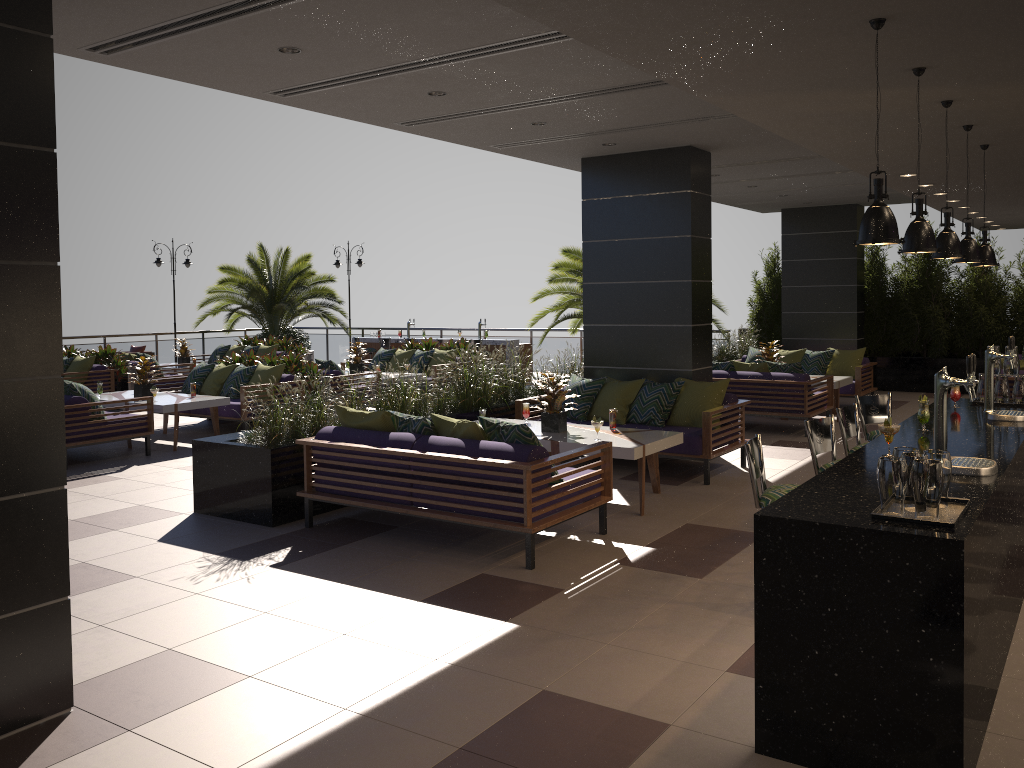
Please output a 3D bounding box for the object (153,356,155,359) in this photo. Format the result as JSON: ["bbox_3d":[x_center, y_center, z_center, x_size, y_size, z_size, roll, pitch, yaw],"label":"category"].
[{"bbox_3d":[-6.847,-0.433,16.894,0.069,0.181,0.069,0,2,22],"label":"object"}]

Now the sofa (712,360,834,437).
[{"bbox_3d":[3.018,0.102,11.695,2.127,0.917,1.122,2,5,34],"label":"sofa"}]

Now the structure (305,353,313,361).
[{"bbox_3d":[-4.091,-0.270,17.865,0.100,0.699,0.180,0,2,34],"label":"structure"}]

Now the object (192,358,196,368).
[{"bbox_3d":[-5.833,-0.391,16.248,0.067,0.189,0.085,-2,3,-26],"label":"object"}]

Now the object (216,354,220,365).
[{"bbox_3d":[-5.580,-0.459,16.822,0.069,0.211,0.069,0,2,22],"label":"object"}]

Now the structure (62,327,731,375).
[{"bbox_3d":[-5.653,-0.051,13.858,12.926,1.056,17.545,3,6,34],"label":"structure"}]

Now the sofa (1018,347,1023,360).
[{"bbox_3d":[8.497,-0.099,13.004,2.127,0.917,1.122,2,5,34],"label":"sofa"}]

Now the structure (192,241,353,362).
[{"bbox_3d":[-5.973,-1.956,22.270,3.800,3.296,3.764,-1,4,2],"label":"structure"}]

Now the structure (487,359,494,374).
[{"bbox_3d":[-0.372,-0.086,15.350,0.100,0.699,0.180,0,2,34],"label":"structure"}]

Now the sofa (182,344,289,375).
[{"bbox_3d":[-5.525,-0.353,17.809,2.127,0.917,1.122,2,5,34],"label":"sofa"}]

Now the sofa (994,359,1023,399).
[{"bbox_3d":[7.059,0.121,10.878,2.127,0.917,1.122,2,5,34],"label":"sofa"}]

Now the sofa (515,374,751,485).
[{"bbox_3d":[1.207,0.380,9.018,2.127,0.917,1.122,2,5,34],"label":"sofa"}]

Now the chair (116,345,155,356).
[{"bbox_3d":[-8.586,-0.462,19.965,0.715,0.814,0.716,1,4,34],"label":"chair"}]

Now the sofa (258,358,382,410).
[{"bbox_3d":[-3.119,0.029,13.393,2.127,0.917,1.122,2,5,34],"label":"sofa"}]

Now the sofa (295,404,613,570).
[{"bbox_3d":[-0.444,0.633,6.577,2.127,0.917,1.122,2,5,34],"label":"sofa"}]

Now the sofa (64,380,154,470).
[{"bbox_3d":[-5.245,0.358,10.222,2.127,0.917,1.122,2,5,34],"label":"sofa"}]

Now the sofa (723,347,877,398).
[{"bbox_3d":[4.456,-0.119,13.821,2.127,0.917,1.122,2,5,34],"label":"sofa"}]

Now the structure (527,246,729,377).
[{"bbox_3d":[2.165,-1.560,16.838,3.801,3.296,3.763,-2,4,-13],"label":"structure"}]

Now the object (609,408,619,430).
[{"bbox_3d":[0.894,0.309,7.800,0.067,0.189,0.085,-2,3,-31],"label":"object"}]

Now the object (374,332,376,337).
[{"bbox_3d":[-3.209,-1.113,20.807,0.105,0.208,0.105,0,3,9],"label":"object"}]

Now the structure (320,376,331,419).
[{"bbox_3d":[-2.552,0.248,12.128,0.100,0.699,0.180,0,2,34],"label":"structure"}]

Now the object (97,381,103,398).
[{"bbox_3d":[-5.217,0.065,11.205,0.069,0.211,0.069,0,2,22],"label":"object"}]

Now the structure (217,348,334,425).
[{"bbox_3d":[-3.531,0.066,12.772,2.421,1.170,0.702,3,4,36],"label":"structure"}]

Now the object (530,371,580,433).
[{"bbox_3d":[0.354,0.153,7.763,0.425,0.525,0.430,-4,5,-44],"label":"object"}]

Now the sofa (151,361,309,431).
[{"bbox_3d":[-3.939,0.160,12.129,2.127,0.917,1.122,2,5,34],"label":"sofa"}]

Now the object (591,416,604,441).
[{"bbox_3d":[0.700,0.360,7.250,0.106,0.197,0.106,-2,3,-28],"label":"object"}]

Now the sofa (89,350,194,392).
[{"bbox_3d":[-6.830,-0.154,15.902,2.127,0.917,1.122,2,5,34],"label":"sofa"}]

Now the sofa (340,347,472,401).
[{"bbox_3d":[-1.821,-0.169,15.305,2.127,0.917,1.122,2,5,34],"label":"sofa"}]

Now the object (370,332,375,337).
[{"bbox_3d":[-3.267,-1.103,20.707,0.105,0.208,0.105,0,3,9],"label":"object"}]

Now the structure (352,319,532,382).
[{"bbox_3d":[-1.639,-0.775,19.516,4.404,1.325,0.806,3,4,34],"label":"structure"}]

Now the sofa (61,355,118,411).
[{"bbox_3d":[-7.650,-0.024,14.638,2.127,0.917,1.122,2,5,34],"label":"sofa"}]

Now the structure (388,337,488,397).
[{"bbox_3d":[-1.361,-0.268,15.985,2.252,1.169,0.739,3,4,36],"label":"structure"}]

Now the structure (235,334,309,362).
[{"bbox_3d":[-5.122,-0.450,18.487,2.252,1.169,0.739,3,4,36],"label":"structure"}]

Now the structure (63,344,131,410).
[{"bbox_3d":[-7.305,-0.119,15.301,2.249,1.169,0.716,2,4,31],"label":"structure"}]

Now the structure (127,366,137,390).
[{"bbox_3d":[-6.271,0.064,14.643,0.100,0.699,0.180,0,2,34],"label":"structure"}]

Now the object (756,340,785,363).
[{"bbox_3d":[3.740,-0.367,12.773,0.425,0.525,0.431,-3,4,-39],"label":"object"}]

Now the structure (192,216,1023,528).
[{"bbox_3d":[1.068,-0.415,5.740,7.822,3.114,24.788,2,6,34],"label":"structure"}]
